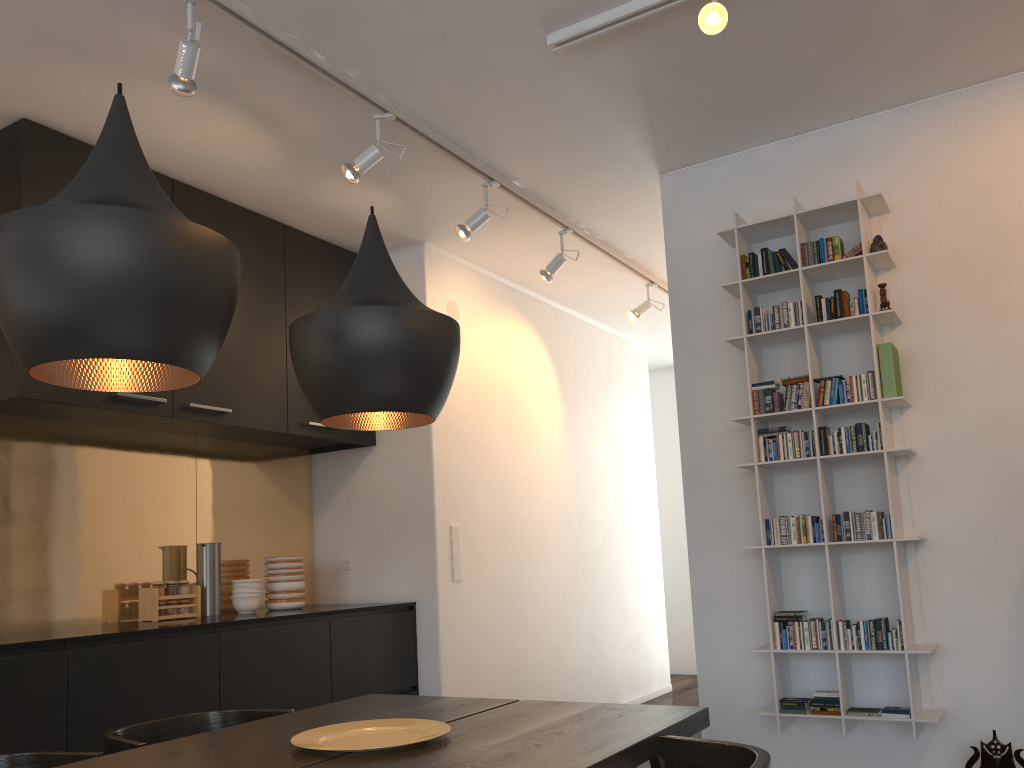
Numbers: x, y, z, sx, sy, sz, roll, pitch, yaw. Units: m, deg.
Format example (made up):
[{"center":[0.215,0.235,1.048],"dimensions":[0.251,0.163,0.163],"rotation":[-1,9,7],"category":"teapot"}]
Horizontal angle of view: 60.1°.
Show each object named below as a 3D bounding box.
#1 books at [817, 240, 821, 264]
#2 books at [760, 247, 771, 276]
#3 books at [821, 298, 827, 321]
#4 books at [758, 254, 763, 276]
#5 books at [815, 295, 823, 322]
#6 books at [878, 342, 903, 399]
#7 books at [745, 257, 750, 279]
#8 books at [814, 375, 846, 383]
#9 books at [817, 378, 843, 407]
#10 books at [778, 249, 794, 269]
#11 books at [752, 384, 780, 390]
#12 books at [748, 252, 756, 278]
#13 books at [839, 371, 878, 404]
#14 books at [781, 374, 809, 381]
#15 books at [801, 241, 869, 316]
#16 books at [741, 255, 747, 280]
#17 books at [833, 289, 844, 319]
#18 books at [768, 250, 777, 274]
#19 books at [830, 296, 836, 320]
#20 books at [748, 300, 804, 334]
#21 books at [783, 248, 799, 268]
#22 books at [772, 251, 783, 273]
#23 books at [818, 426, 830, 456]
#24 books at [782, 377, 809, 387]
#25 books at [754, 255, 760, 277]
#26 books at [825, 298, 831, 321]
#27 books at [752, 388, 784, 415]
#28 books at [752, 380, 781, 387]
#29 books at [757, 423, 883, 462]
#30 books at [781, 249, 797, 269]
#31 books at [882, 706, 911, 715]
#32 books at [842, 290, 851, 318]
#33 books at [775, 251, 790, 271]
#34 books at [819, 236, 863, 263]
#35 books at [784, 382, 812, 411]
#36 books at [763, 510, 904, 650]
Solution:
[{"center":[1.213,-0.504,3.480],"dimensions":[0.012,0.106,0.069],"rotation":[-7,-10,30],"category":"books"},{"center":[1.032,-0.484,3.574],"dimensions":[0.029,0.114,0.075],"rotation":[-7,-10,30],"category":"books"},{"center":[1.221,-0.280,3.439],"dimensions":[0.014,0.091,0.070],"rotation":[-7,-10,30],"category":"books"},{"center":[1.016,-0.470,3.583],"dimensions":[0.014,0.091,0.070],"rotation":[-7,-10,30],"category":"books"},{"center":[1.204,-0.285,3.446],"dimensions":[0.023,0.106,0.069],"rotation":[-7,-10,30],"category":"books"},{"center":[1.442,-0.036,3.367],"dimensions":[0.049,0.211,0.167],"rotation":[-7,-10,30],"category":"books"},{"center":[0.972,-0.463,3.608],"dimensions":[0.014,0.091,0.070],"rotation":[-7,-10,30],"category":"books"},{"center":[1.228,-0.018,3.417],"dimensions":[0.108,0.008,0.069],"rotation":[-10,-13,30],"category":"books"},{"center":[1.229,0.039,3.418],"dimensions":[0.088,0.106,0.096],"rotation":[-8,-11,30],"category":"books"},{"center":[1.104,-0.488,3.530],"dimensions":[0.058,0.097,0.069],"rotation":[-8,-10,30],"category":"books"},{"center":[1.018,0.018,3.547],"dimensions":[0.092,0.013,0.070],"rotation":[-10,-13,30],"category":"books"},{"center":[0.986,-0.473,3.598],"dimensions":[0.023,0.106,0.069],"rotation":[-7,-10,30],"category":"books"},{"center":[1.328,0.021,3.371],"dimensions":[0.137,0.111,0.123],"rotation":[-9,-11,30],"category":"books"},{"center":[1.127,-0.019,3.483],"dimensions":[0.112,0.014,0.094],"rotation":[-10,-13,30],"category":"books"},{"center":[1.268,-0.401,3.454],"dimensions":[0.230,0.329,0.108],"rotation":[-8,-9,31],"category":"books"},{"center":[0.960,-0.467,3.619],"dimensions":[0.016,0.106,0.069],"rotation":[-7,-10,30],"category":"books"},{"center":[1.267,-0.300,3.412],"dimensions":[0.029,0.114,0.075],"rotation":[-7,-10,30],"category":"books"},{"center":[1.052,-0.481,3.560],"dimensions":[0.019,0.098,0.075],"rotation":[-7,-10,30],"category":"books"},{"center":[1.246,-0.285,3.421],"dimensions":[0.020,0.092,0.070],"rotation":[-7,-10,30],"category":"books"},{"center":[1.073,-0.259,3.558],"dimensions":[0.223,0.111,0.109],"rotation":[-9,-11,30],"category":"books"},{"center":[1.119,-0.491,3.521],"dimensions":[0.058,0.097,0.069],"rotation":[-8,-10,30],"category":"books"},{"center":[1.069,-0.480,3.551],"dimensions":[0.028,0.092,0.070],"rotation":[-7,-10,30],"category":"books"},{"center":[1.209,0.226,3.413],"dimensions":[0.029,0.114,0.075],"rotation":[-7,-10,30],"category":"books"},{"center":[1.123,-0.006,3.474],"dimensions":[0.108,0.017,0.069],"rotation":[-10,-13,30],"category":"books"},{"center":[1.004,-0.468,3.589],"dimensions":[0.014,0.091,0.070],"rotation":[-7,-10,30],"category":"books"},{"center":[1.233,-0.282,3.431],"dimensions":[0.014,0.091,0.070],"rotation":[-7,-10,30],"category":"books"},{"center":[1.027,0.076,3.542],"dimensions":[0.102,0.103,0.096],"rotation":[-8,-11,30],"category":"books"},{"center":[1.019,0.004,3.544],"dimensions":[0.093,0.013,0.070],"rotation":[-11,-14,35],"category":"books"},{"center":[1.202,0.232,3.438],"dimensions":[0.470,0.111,0.123],"rotation":[-10,-12,30],"category":"books"},{"center":[1.112,-0.490,3.526],"dimensions":[0.058,0.097,0.069],"rotation":[-8,-10,30],"category":"books"},{"center":[1.394,1.181,3.198],"dimensions":[0.093,0.013,0.070],"rotation":[-11,-14,35],"category":"books"},{"center":[1.288,-0.299,3.401],"dimensions":[0.016,0.106,0.069],"rotation":[-7,-10,30],"category":"books"},{"center":[1.088,-0.483,3.538],"dimensions":[0.046,0.090,0.070],"rotation":[-8,-10,30],"category":"books"},{"center":[1.294,-0.518,3.450],"dimensions":[0.161,0.109,0.102],"rotation":[-9,-11,30],"category":"books"},{"center":[1.132,0.056,3.480],"dimensions":[0.115,0.106,0.096],"rotation":[-9,-11,30],"category":"books"},{"center":[1.225,0.748,3.368],"dimensions":[0.472,0.506,0.123],"rotation":[-8,-9,31],"category":"books"}]
